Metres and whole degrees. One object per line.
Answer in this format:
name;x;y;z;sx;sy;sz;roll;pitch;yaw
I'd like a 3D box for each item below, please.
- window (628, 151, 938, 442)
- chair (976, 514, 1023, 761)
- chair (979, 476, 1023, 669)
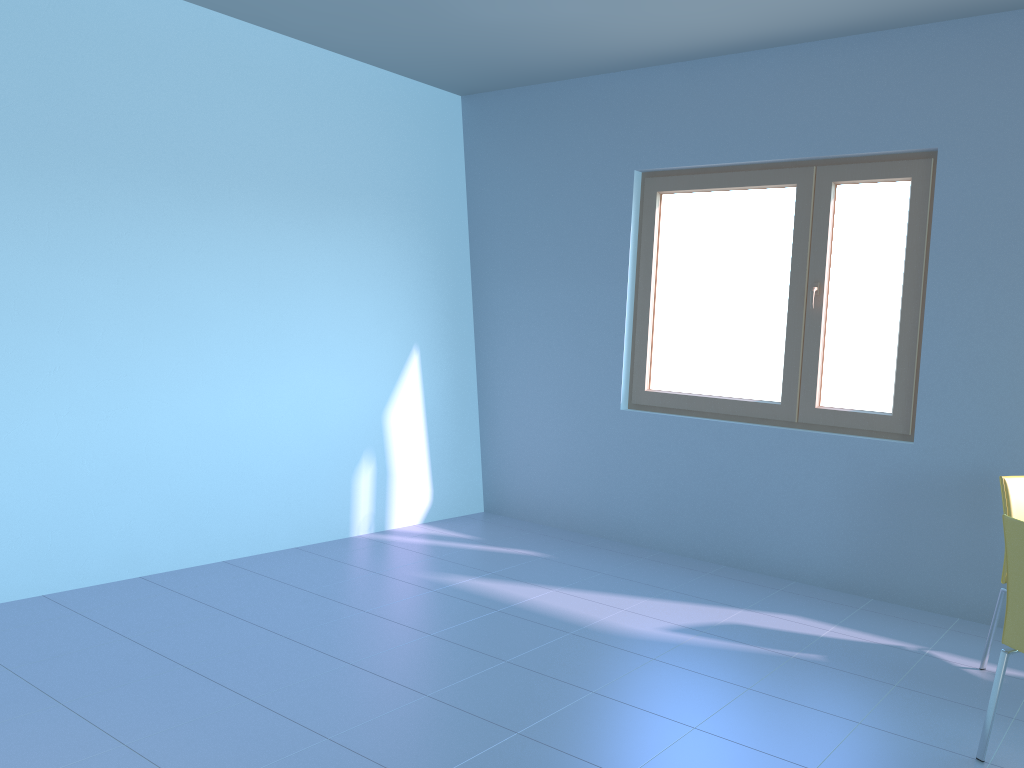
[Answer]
window;1.235;-0.433;4.303;1.475;1.263;0.142;6;5;38
chair;1.588;0.720;2.364;0.484;0.695;0.387;1;4;-21
chair;1.938;0.692;3.006;0.387;0.695;0.484;1;4;-21
